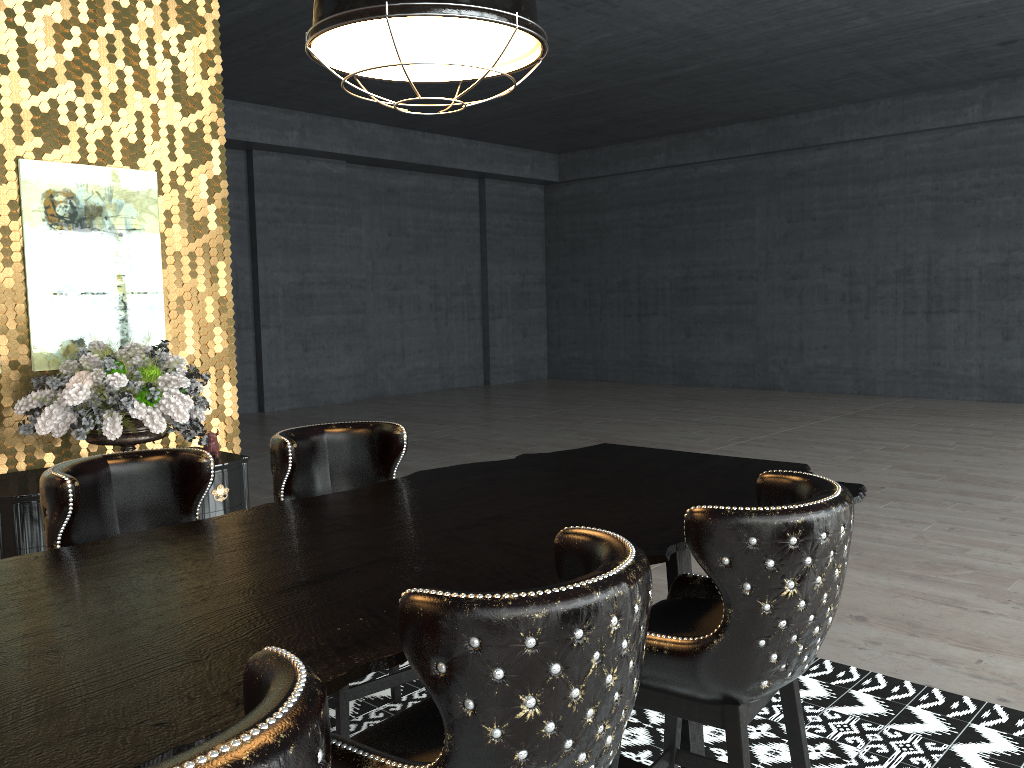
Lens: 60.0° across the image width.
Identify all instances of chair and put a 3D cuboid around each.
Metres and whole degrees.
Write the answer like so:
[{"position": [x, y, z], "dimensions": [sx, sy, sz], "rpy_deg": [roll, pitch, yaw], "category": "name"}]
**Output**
[{"position": [-1.028, 0.765, 2.572], "dimensions": [0.568, 1.091, 0.504], "rpy_deg": [2, 6, 35], "category": "chair"}, {"position": [-0.544, 0.705, 3.102], "dimensions": [0.504, 1.091, 0.568], "rpy_deg": [-5, 6, -38], "category": "chair"}, {"position": [0.502, 0.772, 2.097], "dimensions": [0.568, 1.091, 0.504], "rpy_deg": [2, 6, 35], "category": "chair"}, {"position": [-0.477, 0.890, 1.053], "dimensions": [0.504, 1.091, 0.568], "rpy_deg": [-6, 7, -43], "category": "chair"}, {"position": [-0.031, 0.830, 1.596], "dimensions": [0.568, 1.091, 0.504], "rpy_deg": [2, 6, 37], "category": "chair"}]

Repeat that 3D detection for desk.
[{"position": [-1.747, 1.046, 0.699], "dimensions": [1.434, 0.926, 7.599], "rpy_deg": [3, 7, 43], "category": "desk"}]

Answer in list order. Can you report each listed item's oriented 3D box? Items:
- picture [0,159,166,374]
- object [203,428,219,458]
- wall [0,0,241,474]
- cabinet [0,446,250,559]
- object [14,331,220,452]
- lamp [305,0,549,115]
[{"position": [-2.521, -0.593, 4.450], "dimensions": [0.022, 1.072, 1.575], "rpy_deg": [3, 7, 43], "category": "picture"}, {"position": [-1.626, 0.315, 4.784], "dimensions": [0.082, 0.164, 0.173], "rpy_deg": [-3, 5, -22], "category": "object"}, {"position": [-2.536, -0.984, 4.451], "dimensions": [0.024, 4.379, 2.446], "rpy_deg": [3, 6, 43], "category": "wall"}, {"position": [-2.037, 0.799, 4.528], "dimensions": [0.710, 0.737, 1.386], "rpy_deg": [3, 7, 43], "category": "cabinet"}, {"position": [-1.992, 0.097, 4.512], "dimensions": [0.875, 0.662, 0.848], "rpy_deg": [-3, 5, -16], "category": "object"}, {"position": [-0.240, -1.863, 2.209], "dimensions": [0.621, 2.301, 0.622], "rpy_deg": [-2, 5, -2], "category": "lamp"}]
